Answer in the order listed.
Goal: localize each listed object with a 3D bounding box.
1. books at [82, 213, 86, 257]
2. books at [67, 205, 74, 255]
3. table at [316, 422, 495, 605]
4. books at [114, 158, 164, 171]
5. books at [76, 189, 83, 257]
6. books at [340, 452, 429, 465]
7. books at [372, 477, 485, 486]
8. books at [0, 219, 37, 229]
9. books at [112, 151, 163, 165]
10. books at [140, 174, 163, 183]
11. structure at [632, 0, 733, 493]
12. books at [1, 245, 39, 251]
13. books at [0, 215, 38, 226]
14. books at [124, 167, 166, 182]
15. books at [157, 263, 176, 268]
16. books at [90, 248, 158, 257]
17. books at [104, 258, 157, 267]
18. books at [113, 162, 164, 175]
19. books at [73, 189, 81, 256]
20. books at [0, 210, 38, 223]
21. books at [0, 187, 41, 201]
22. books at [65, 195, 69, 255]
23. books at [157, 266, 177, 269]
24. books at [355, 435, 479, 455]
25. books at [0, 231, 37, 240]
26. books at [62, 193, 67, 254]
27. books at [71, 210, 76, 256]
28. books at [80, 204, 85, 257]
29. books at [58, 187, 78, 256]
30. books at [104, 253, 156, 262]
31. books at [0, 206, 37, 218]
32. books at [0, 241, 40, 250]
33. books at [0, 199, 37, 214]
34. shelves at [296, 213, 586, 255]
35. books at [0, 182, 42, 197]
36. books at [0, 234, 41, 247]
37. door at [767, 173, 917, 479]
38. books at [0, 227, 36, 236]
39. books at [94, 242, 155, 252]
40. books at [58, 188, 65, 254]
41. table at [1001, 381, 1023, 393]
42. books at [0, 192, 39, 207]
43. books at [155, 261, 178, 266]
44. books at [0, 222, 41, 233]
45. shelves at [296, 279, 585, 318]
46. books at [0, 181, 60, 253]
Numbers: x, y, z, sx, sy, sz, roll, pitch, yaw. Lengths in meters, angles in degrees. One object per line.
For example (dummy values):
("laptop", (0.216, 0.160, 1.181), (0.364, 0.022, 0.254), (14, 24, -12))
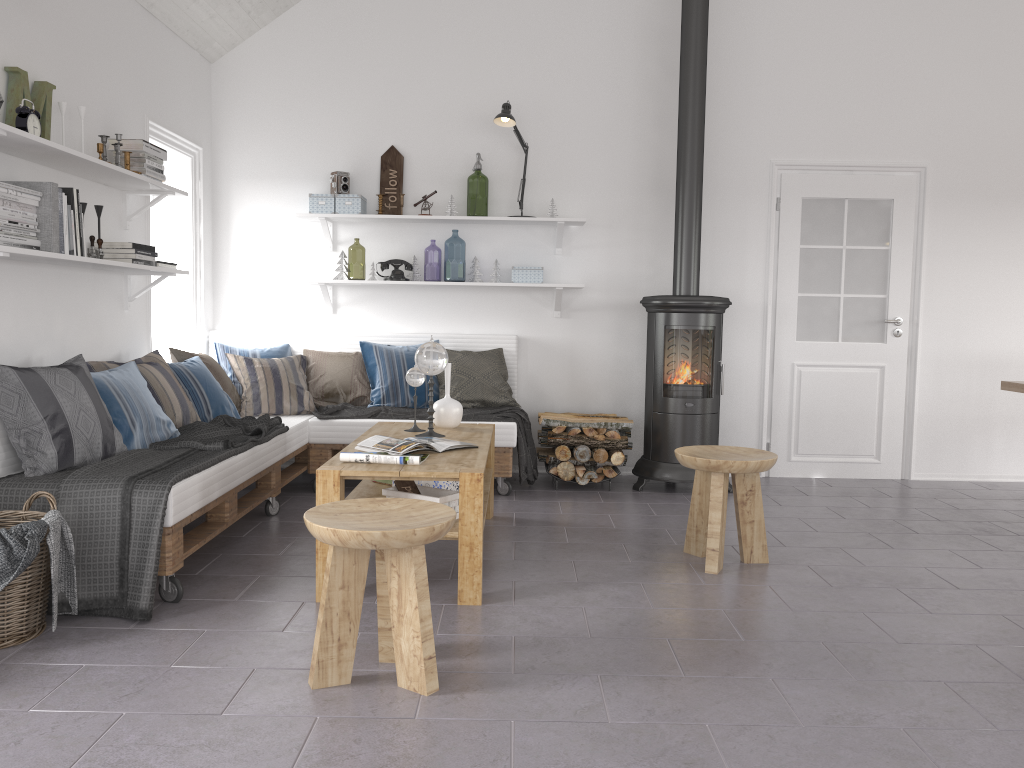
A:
("books", (-1.845, -0.613, 3.662), (0.152, 0.185, 0.045), (1, 4, 0))
("books", (-1.825, -0.612, 3.532), (0.141, 0.203, 0.044), (1, 4, 0))
("table", (-0.399, 0.499, 3.916), (0.607, 0.485, 1.457), (1, 4, 0))
("books", (-1.851, -1.091, 4.406), (0.161, 0.026, 0.223), (1, 4, 0))
("books", (-1.859, -0.654, 3.606), (0.210, 0.274, 0.048), (1, 4, 0))
("books", (-0.486, 0.274, 3.418), (0.300, 0.043, 0.229), (1, 4, 4))
("books", (-0.387, 0.413, 4.168), (0.301, 0.079, 0.445), (5, 6, 40))
("books", (-1.888, -0.586, 3.234), (0.159, 0.012, 0.285), (1, 4, 0))
("books", (-1.845, -1.115, 4.378), (0.161, 0.027, 0.223), (1, 4, 0))
("books", (-1.857, -1.003, 4.377), (0.172, 0.032, 0.239), (1, 4, 0))
("structure", (1.067, -1.796, 5.386), (0.643, 4.887, 0.626), (-1, 5, -24))
("books", (-1.884, -0.496, 3.257), (0.161, 0.012, 0.254), (1, 4, 0))
("books", (-1.882, -0.599, 3.244), (0.161, 0.012, 0.254), (1, 4, 0))
("books", (-1.845, -1.036, 4.388), (0.172, 0.032, 0.239), (1, 4, 0))
("books", (-1.852, -0.605, 4.527), (0.187, 0.014, 0.248), (1, 4, -2))
("books", (-1.857, -0.630, 4.255), (0.212, 0.023, 0.258), (1, 4, 0))
("books", (-1.856, -0.580, 4.259), (0.191, 0.032, 0.258), (1, 4, 2))
("books", (-1.847, -1.064, 4.391), (0.152, 0.024, 0.238), (1, 4, 0))
("books", (-1.857, -0.651, 3.583), (0.200, 0.272, 0.054), (1, 4, 0))
("books", (-1.890, -0.615, 3.250), (0.167, 0.017, 0.263), (1, 4, 0))
("books", (-1.885, -0.695, 3.230), (0.182, 0.016, 0.288), (1, 4, 0))
("books", (-1.858, -0.626, 3.500), (0.200, 0.236, 0.031), (1, 4, 0))
("books", (-1.851, -0.591, 4.532), (0.187, 0.014, 0.253), (1, 4, 0))
("books", (-0.396, 0.246, 3.714), (0.422, 0.049, 0.300), (-3, 6, -45))
("books", (-1.889, -0.547, 3.253), (0.161, 0.013, 0.254), (1, 4, 0))
("books", (-1.857, -0.629, 3.483), (0.205, 0.243, 0.019), (1, 4, 0))
("books", (-1.821, -0.605, 3.556), (0.125, 0.185, 0.042), (1, 4, 0))
("books", (-1.846, -0.628, 3.633), (0.171, 0.219, 0.047), (1, 4, 0))
("books", (-1.854, -0.651, 3.564), (0.200, 0.274, 0.038), (1, 4, 0))
("books", (-1.849, -0.606, 4.249), (0.191, 0.023, 0.242), (1, 4, -2))
("books", (-1.904, -0.631, 3.240), (0.182, 0.016, 0.288), (1, 4, 0))
("books", (-1.880, -0.508, 3.240), (0.159, 0.012, 0.285), (1, 4, 0))
("books", (-1.902, -0.653, 3.234), (0.180, 0.028, 0.296), (1, 4, 0))
("shelves", (-0.446, -0.957, 5.690), (1.820, 0.212, 0.269), (1, 4, 0))
("books", (-1.874, -0.710, 3.223), (0.182, 0.016, 0.288), (1, 4, 0))
("books", (-1.890, -0.527, 3.227), (0.176, 0.025, 0.331), (1, 4, 0))
("door", (2.171, -0.364, 5.862), (0.902, 2.013, 0.101), (1, 4, 0))
("books", (-1.904, -0.559, 3.235), (0.182, 0.016, 0.288), (1, 4, 0))
("books", (-1.854, -0.654, 4.244), (0.190, 0.028, 0.239), (1, 4, 2))
("books", (-1.851, -0.634, 3.458), (0.193, 0.257, 0.046), (1, 4, 0))
("table", (3.749, 0.416, 4.256), (2.300, 0.749, 1.001), (1, 4, 0))
("books", (-1.886, -0.676, 3.233), (0.174, 0.021, 0.273), (1, 4, 0))
("books", (-1.858, -0.618, 4.528), (0.202, 0.012, 0.251), (1, 4, 2))
("books", (-1.880, -0.576, 3.257), (0.161, 0.013, 0.256), (1, 4, 0))
("shelves", (-0.453, -0.548, 5.721), (1.820, 0.212, 0.269), (1, 4, 0))
("books", (-1.854, -0.638, 3.409), (0.200, 0.271, 0.050), (1, 4, 0))
